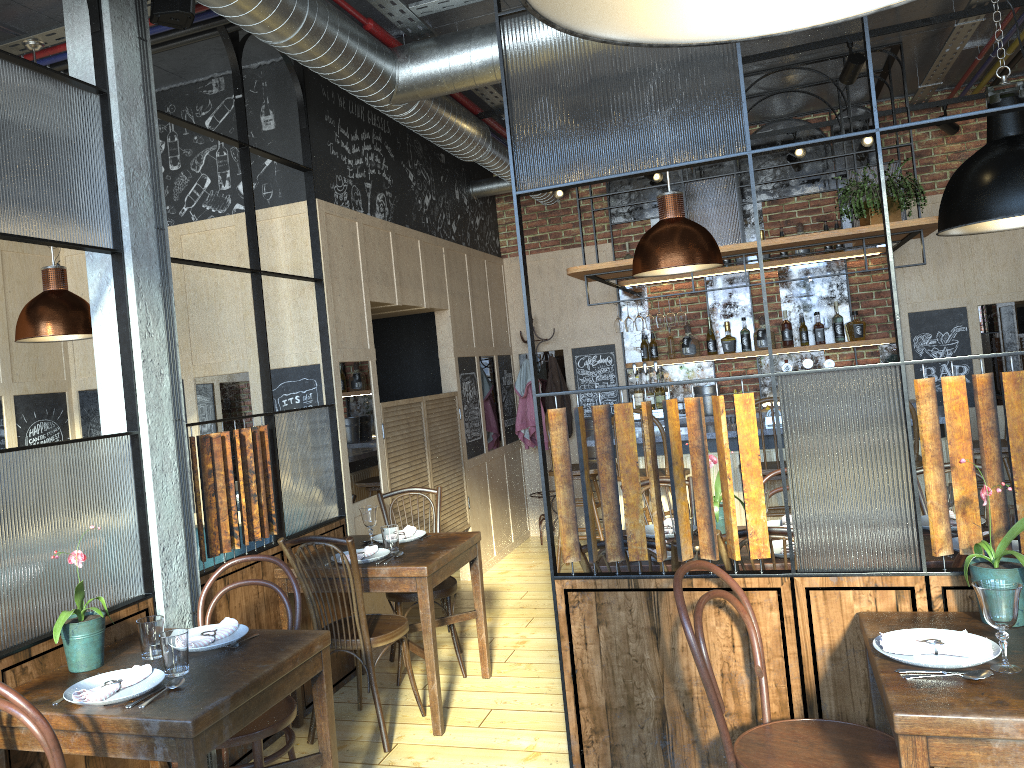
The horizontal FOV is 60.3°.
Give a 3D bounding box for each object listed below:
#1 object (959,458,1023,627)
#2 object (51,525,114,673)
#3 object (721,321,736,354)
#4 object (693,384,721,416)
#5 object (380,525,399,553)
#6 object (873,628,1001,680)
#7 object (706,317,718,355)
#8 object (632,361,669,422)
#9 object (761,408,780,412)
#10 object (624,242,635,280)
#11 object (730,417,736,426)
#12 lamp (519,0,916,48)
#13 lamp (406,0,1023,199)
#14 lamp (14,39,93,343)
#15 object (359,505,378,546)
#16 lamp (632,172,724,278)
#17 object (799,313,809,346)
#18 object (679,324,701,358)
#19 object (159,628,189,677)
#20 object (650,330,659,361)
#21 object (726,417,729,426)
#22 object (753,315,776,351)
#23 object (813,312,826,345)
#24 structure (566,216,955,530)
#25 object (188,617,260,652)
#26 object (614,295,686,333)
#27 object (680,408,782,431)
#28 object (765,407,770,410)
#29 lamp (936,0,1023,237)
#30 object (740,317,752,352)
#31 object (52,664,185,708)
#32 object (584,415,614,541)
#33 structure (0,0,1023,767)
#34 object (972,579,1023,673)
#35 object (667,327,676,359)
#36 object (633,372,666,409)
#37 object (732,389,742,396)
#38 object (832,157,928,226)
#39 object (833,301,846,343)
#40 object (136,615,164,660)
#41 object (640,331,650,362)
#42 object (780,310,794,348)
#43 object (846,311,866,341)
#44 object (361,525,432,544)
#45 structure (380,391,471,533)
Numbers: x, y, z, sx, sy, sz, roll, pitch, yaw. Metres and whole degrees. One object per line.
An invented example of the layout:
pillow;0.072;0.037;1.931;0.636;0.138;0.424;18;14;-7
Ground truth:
object;1.282;0.412;2.308;0.133;0.427;0.217;-5;-1;-38
object;-1.333;0.667;2.724;0.145;0.427;0.205;-6;-1;-11
object;1.773;-0.382;7.227;0.120;0.265;0.113;-6;-1;19
object;1.614;0.136;7.252;0.211;0.246;0.223;-6;0;-21
object;-0.563;0.720;4.092;0.080;0.119;0.088;-5;-1;-40
object;1.015;0.630;2.111;0.278;0.051;0.314;-5;1;22
object;1.644;-0.397;7.292;0.081;0.318;0.081;-6;-1;-1
object;1.152;0.056;7.414;0.319;0.492;0.198;-6;-1;19
object;2.155;0.200;7.050;0.329;0.019;0.228;-5;1;28
object;0.999;-1.051;7.540;0.079;0.330;0.072;-7;-1;42
object;1.532;0.257;6.106;0.042;0.059;0.041;-6;0;8
lamp;0.197;-1.046;0.760;0.552;1.327;0.506;-6;-1;36
lamp;1.091;-1.719;4.186;7.440;0.274;6.082;-5;1;19
lamp;-2.083;-0.866;3.945;0.364;1.335;0.373;-6;-1;-9
object;-0.689;0.693;4.290;0.103;0.192;0.094;-6;-1;39
lamp;0.617;-1.131;3.650;0.364;1.335;0.373;-6;-1;-9
object;2.324;-0.433;7.032;0.066;0.263;0.066;-6;-1;-1
object;1.472;-0.363;7.339;0.175;0.283;0.117;-6;-1;33
object;-0.984;0.787;2.577;0.083;0.119;0.086;-6;0;-13
object;1.198;-0.327;7.452;0.066;0.263;0.065;-6;-1;5
object;1.481;0.262;6.108;0.042;0.059;0.041;-6;0;8
object;2.036;-0.416;7.132;0.175;0.283;0.117;-6;-1;33
object;2.434;-0.442;6.989;0.080;0.263;0.076;-6;-1;20
structure;1.815;0.142;6.440;2.408;2.175;1.689;-6;0;19
object;-1.011;0.820;2.880;0.336;0.051;0.260;-5;1;22
object;0.959;-0.486;6.168;0.513;0.208;0.064;-5;-1;20
object;1.434;0.247;5.921;0.790;0.106;0.194;-5;1;20
object;2.266;0.055;7.027;0.506;0.288;0.086;-6;-1;21
lamp;1.779;-1.245;3.214;0.551;1.327;0.507;-6;-1;31
object;1.906;-0.404;7.202;0.078;0.284;0.073;-6;-1;20
object;-1.091;0.835;2.452;0.336;0.051;0.260;-5;1;22
object;0.810;0.795;7.500;0.382;1.036;0.415;-5;-1;-36
structure;1.060;-0.328;4.640;5.880;3.327;6.001;-6;0;2
object;1.113;0.551;2.004;0.095;0.192;0.101;-5;-1;-24
object;1.332;-0.352;7.394;0.053;0.288;0.058;-5;-1;-33
object;1.157;0.062;7.428;0.267;0.303;0.083;-6;-1;21
object;1.859;0.137;7.201;0.101;0.197;0.110;-5;-1;-44
object;2.327;-1.171;5.441;0.496;0.369;0.609;-6;0;-4
object;2.575;-0.490;6.955;0.079;0.330;0.072;-7;-1;42
object;-1.133;0.799;2.772;0.083;0.119;0.086;-6;0;-13
object;1.124;-0.320;7.480;0.069;0.263;0.063;-7;-1;40
object;2.209;-0.442;7.086;0.089;0.303;0.082;-6;-1;38
object;2.689;-0.452;6.882;0.145;0.235;0.088;-6;-1;5
object;-0.577;0.752;4.389;0.336;0.051;0.260;-5;1;22
structure;1.617;0.359;5.993;4.964;0.995;1.278;-6;0;-5
